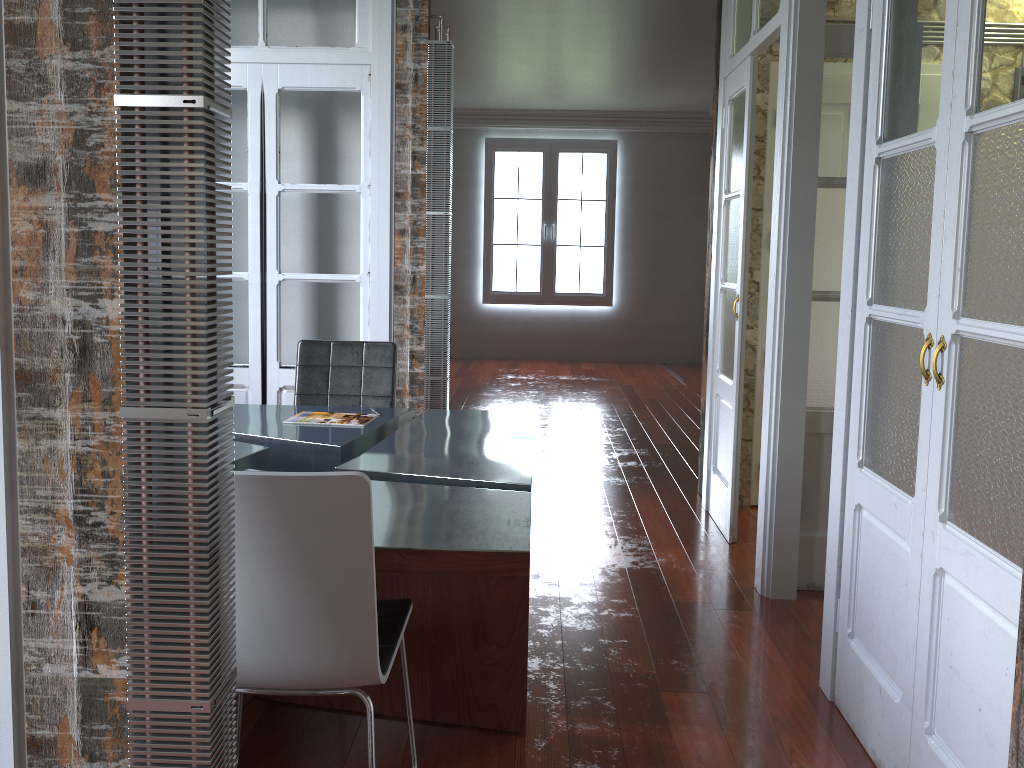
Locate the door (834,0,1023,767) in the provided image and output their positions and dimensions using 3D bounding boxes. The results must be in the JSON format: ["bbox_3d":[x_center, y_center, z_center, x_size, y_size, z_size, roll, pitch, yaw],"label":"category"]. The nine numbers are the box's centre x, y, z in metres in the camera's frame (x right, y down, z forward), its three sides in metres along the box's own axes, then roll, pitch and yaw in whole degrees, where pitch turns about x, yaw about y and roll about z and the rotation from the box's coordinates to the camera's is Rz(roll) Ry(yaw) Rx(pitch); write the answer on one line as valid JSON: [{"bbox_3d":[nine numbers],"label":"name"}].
[{"bbox_3d":[0.975,-0.065,2.002,0.041,2.168,1.063,1,6,1],"label":"door"}]

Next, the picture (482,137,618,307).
[{"bbox_3d":[0.448,-1.937,10.628,1.580,1.978,0.128,1,5,2],"label":"picture"}]

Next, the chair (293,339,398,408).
[{"bbox_3d":[-0.717,0.310,3.539,0.475,0.914,0.605,1,6,2],"label":"chair"}]

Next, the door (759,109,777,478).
[{"bbox_3d":[1.745,-0.455,4.546,0.868,2.207,0.146,1,5,2],"label":"door"}]

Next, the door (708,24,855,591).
[{"bbox_3d":[1.071,-0.333,3.841,0.482,2.171,1.193,-1,6,-24],"label":"door"}]

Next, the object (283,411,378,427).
[{"bbox_3d":[-0.685,0.134,3.369,0.307,0.012,0.225,2,8,6],"label":"object"}]

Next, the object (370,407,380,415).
[{"bbox_3d":[-0.547,0.109,3.528,0.011,0.011,0.150,-2,9,-22],"label":"object"}]

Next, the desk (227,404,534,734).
[{"bbox_3d":[-0.664,0.544,2.827,1.445,0.650,1.723,1,8,1],"label":"desk"}]

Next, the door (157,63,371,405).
[{"bbox_3d":[-1.210,-0.452,4.331,1.160,2.170,0.041,1,5,2],"label":"door"}]

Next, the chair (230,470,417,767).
[{"bbox_3d":[-0.463,0.563,1.867,0.475,0.914,0.605,1,6,2],"label":"chair"}]
